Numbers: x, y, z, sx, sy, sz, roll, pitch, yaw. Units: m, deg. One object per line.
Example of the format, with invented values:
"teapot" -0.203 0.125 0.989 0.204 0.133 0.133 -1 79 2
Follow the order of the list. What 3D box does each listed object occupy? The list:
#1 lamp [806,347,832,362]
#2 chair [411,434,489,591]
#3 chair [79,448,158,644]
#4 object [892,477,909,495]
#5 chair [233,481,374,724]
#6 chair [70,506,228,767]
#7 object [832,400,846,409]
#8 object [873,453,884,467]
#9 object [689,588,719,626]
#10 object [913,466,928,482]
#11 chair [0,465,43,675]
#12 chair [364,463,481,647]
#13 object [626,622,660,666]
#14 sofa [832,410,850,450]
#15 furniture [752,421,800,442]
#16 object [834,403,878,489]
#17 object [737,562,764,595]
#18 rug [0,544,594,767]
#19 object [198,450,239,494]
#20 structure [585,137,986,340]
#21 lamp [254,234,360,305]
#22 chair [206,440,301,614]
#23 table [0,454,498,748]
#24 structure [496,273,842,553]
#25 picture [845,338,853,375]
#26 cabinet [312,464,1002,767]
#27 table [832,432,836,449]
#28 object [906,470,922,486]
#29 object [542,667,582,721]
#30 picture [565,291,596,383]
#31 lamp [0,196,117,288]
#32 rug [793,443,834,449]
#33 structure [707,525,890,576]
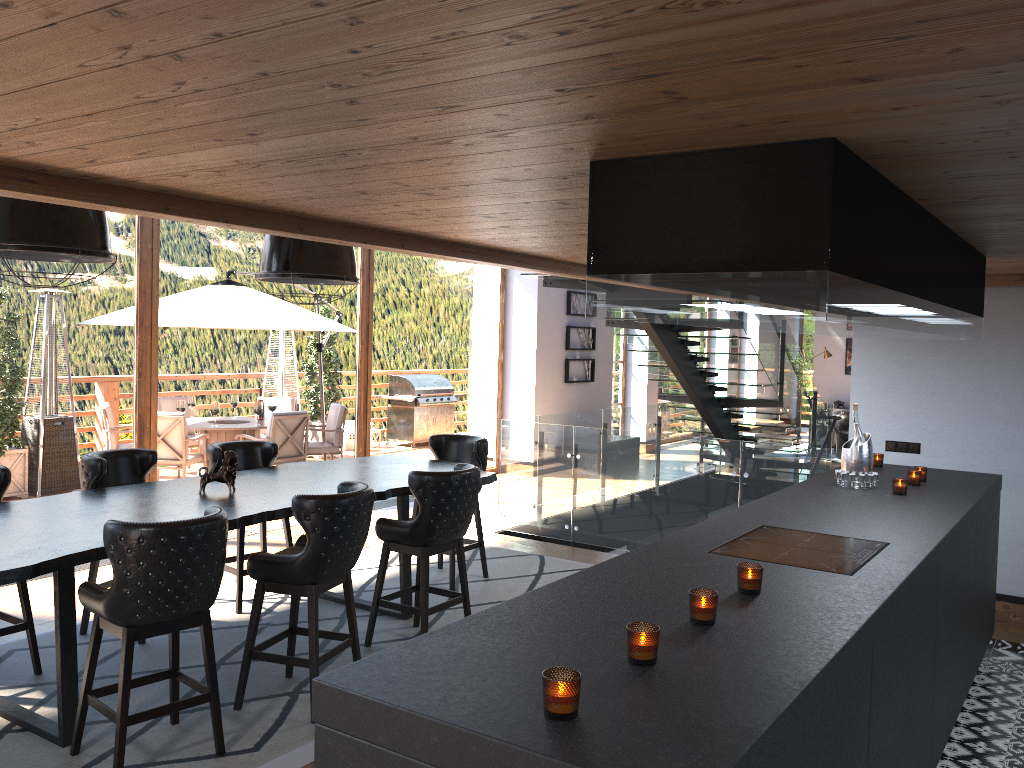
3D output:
"lamp" 6.349 0.124 19.276 1.337 1.898 0.521 0 3 -35
"chair" -0.470 0.951 6.760 0.499 1.091 0.574 3 3 33
"chair" -2.326 0.967 5.422 0.564 1.091 0.508 2 2 18
"object" 2.013 0.531 4.599 0.079 0.081 0.079 2 2 -1
"chair" -0.990 1.053 4.427 0.564 1.091 0.508 2 2 18
"chair" -1.508 1.081 3.776 0.561 1.091 0.510 4 3 43
"object" 7.276 0.451 19.731 0.227 0.182 0.404 1 3 -12
"object" 2.333 0.487 5.661 0.080 0.081 0.078 1 3 -21
"object" 0.514 0.599 2.382 0.079 0.081 0.079 1 2 -11
"object" 2.338 0.516 5.079 0.079 0.081 0.079 2 2 -1
"chair" -2.831 0.994 4.588 0.562 1.091 0.510 3 3 33
"chair" -0.485 1.026 5.261 0.562 1.091 0.510 3 3 33
"object" 0.306 0.609 2.075 0.079 0.081 0.079 1 2 -11
"sofa" 6.493 0.892 14.497 2.539 0.838 1.253 3 3 33
"furniture" 4.443 0.926 16.706 1.163 0.436 2.791 3 3 34
"object" 1.883 0.330 4.830 0.223 0.452 0.227 3 3 34
"object" 0.721 0.590 2.689 0.079 0.081 0.079 1 2 -11
"rug" -1.359 1.544 5.333 2.524 0.047 5.695 3 3 34
"object" -1.681 0.499 5.076 0.221 0.253 0.116 1 2 -4
"structure" 1.434 -0.458 3.799 0.703 0.476 3.287 3 3 34
"lamp" -1.175 -2.821 5.281 0.624 4.682 0.619 1 2 -11
"chair" -1.809 0.958 6.074 0.561 1.091 0.510 4 3 43
"table" -1.580 1.096 5.079 1.414 0.949 3.840 3 3 34
"structure" -0.093 0.937 10.564 9.112 6.395 11.151 3 3 34
"picture" 7.849 -0.597 19.659 0.870 0.815 0.036 3 3 33
"cabinet" 1.277 1.148 3.704 0.879 1.103 4.855 3 3 34
"table" 5.521 0.917 15.768 0.401 0.609 0.422 3 3 34
"object" 2.230 0.521 4.920 0.079 0.081 0.079 2 2 -1
"object" 0.098 0.618 1.768 0.079 0.081 0.079 1 2 -11
"picture" 1.009 -0.678 12.933 0.058 1.311 0.783 3 3 34
"lamp" -2.077 -2.779 3.947 0.624 4.682 0.619 1 2 -11
"rug" 5.392 1.187 15.839 3.767 0.053 2.460 4 3 34
"structure" 1.081 0.619 3.307 0.499 0.017 0.617 3 3 34
